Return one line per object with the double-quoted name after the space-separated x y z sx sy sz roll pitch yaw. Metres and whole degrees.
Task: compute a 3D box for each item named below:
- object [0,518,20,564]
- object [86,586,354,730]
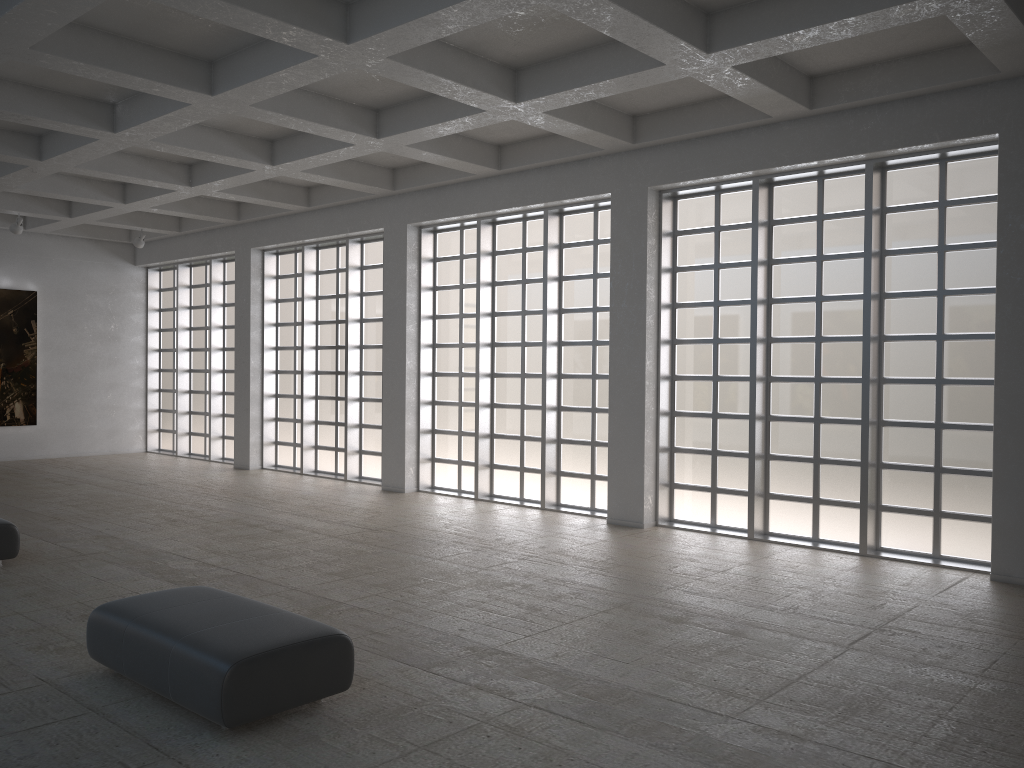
-10.427 2.791 16.253 3.044 0.828 1.616 1 1 42 "object"
-3.322 2.954 9.918 3.044 0.828 1.616 1 1 42 "object"
